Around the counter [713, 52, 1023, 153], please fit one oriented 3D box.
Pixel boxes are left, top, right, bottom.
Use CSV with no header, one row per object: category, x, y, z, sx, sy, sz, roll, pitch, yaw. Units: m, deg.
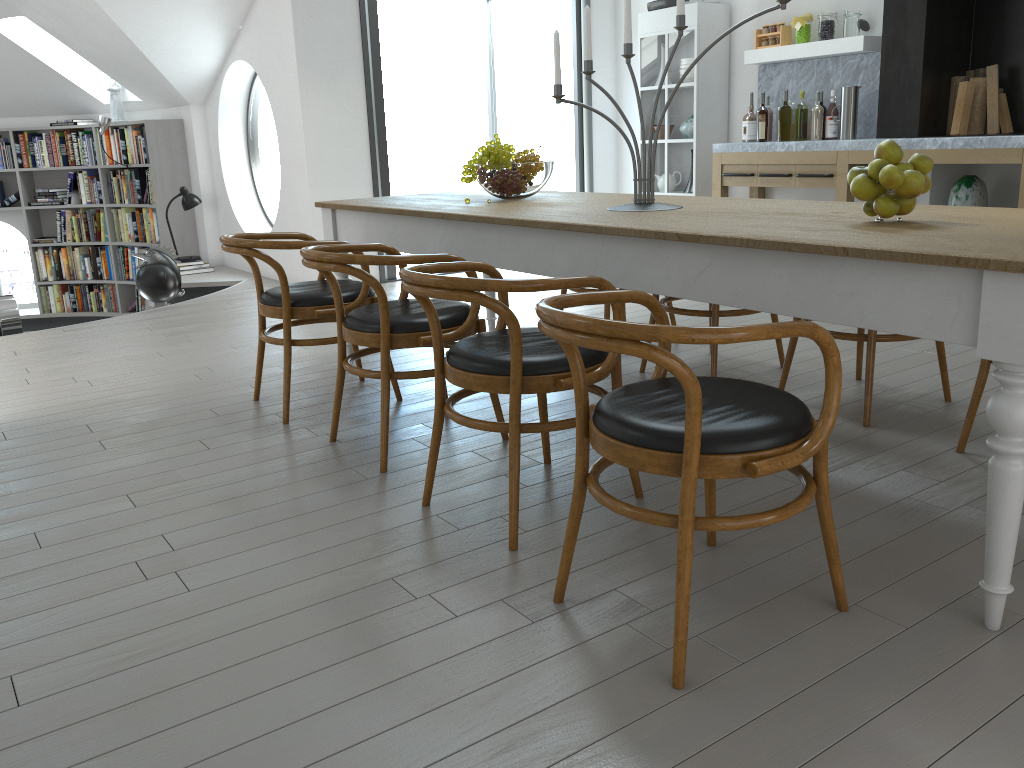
counter,3.753,-1.451,4.116,0.964,0.615,6.604,-12,18,-33

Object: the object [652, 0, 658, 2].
object,1.258,-2.982,7.037,0.239,0.119,0.239,-13,18,-33

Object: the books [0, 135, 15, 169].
books,-5.731,-2.264,8.705,1.569,0.364,0.395,-11,17,-28

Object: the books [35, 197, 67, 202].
books,-4.707,-1.907,9.149,0.286,0.031,0.271,-2,15,0

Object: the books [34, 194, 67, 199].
books,-4.709,-1.937,9.141,0.286,0.031,0.271,2,16,15

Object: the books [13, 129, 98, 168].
books,-4.533,-2.382,8.953,0.969,0.365,0.308,0,15,9

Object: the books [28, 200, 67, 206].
books,-4.706,-1.875,9.157,0.388,0.042,0.368,-1,15,5

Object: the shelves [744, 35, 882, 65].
shelves,3.610,-2.366,4.454,0.481,1.352,5.570,-14,19,-39

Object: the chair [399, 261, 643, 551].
chair,0.006,0.010,2.537,0.623,0.730,0.529,-14,18,-38

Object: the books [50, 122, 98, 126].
books,-4.400,-2.617,8.934,0.336,0.036,0.319,3,16,17

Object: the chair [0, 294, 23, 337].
chair,-4.587,-0.403,7.351,0.826,0.714,0.744,-14,19,-38

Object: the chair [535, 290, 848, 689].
chair,0.365,0.165,1.921,0.623,0.730,0.530,-11,17,-31

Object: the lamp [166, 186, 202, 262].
lamp,-2.933,-1.441,7.973,0.323,0.655,0.235,-7,15,-19

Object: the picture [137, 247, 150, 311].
picture,-3.475,-0.874,8.597,0.580,0.857,0.091,12,20,44

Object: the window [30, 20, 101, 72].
window,-5.477,-3.082,7.727,4.067,0.708,1.940,-13,18,-33

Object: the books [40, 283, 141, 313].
books,-4.222,-0.905,9.219,1.497,0.309,0.362,2,16,17

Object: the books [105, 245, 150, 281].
books,-3.623,-1.208,8.871,1.186,0.356,0.305,9,18,35

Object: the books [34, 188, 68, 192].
books,-4.711,-1.997,9.126,0.286,0.031,0.270,8,19,34

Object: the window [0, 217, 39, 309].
window,-6.300,-1.040,8.648,0.618,1.143,3.246,10,19,40

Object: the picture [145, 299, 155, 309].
picture,-3.402,-0.677,8.468,0.107,0.551,0.491,-15,20,-42

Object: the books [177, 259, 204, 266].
books,-2.952,-1.105,8.041,0.269,0.031,0.287,-9,17,-24

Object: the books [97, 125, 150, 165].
books,-3.623,-2.312,8.572,1.016,0.360,0.294,9,18,36

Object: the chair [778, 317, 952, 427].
chair,1.408,-0.292,3.424,0.623,0.730,0.530,-11,17,-30

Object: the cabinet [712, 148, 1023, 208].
cabinet,3.726,-0.671,4.359,1.006,1.015,6.456,-12,18,-33

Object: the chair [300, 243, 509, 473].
chair,-0.400,-0.136,3.127,0.623,0.730,0.529,-12,17,-33

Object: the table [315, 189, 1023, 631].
table,0.441,-0.258,3.311,1.021,0.793,3.363,-12,18,-33

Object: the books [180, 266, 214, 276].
books,-2.949,-1.038,8.057,0.366,0.042,0.389,-13,18,-33

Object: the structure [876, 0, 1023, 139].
structure,2.868,-2.456,5.295,0.782,1.871,1.080,-12,17,-33

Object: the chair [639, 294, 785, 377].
chair,0.940,-0.424,3.973,0.623,0.730,0.529,-13,18,-36

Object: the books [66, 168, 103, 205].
books,-4.255,-2.013,9.022,0.553,0.348,0.257,1,15,11

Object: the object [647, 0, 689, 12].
object,1.259,-2.973,7.039,0.299,0.119,0.300,-13,18,-33

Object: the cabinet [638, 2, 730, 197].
cabinet,1.375,-1.976,7.176,0.362,1.976,0.644,-12,17,-34

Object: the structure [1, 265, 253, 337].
structure,-4.582,-0.364,7.229,4.709,0.688,4.743,0,16,10

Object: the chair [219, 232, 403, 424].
chair,-0.852,-0.272,3.686,0.623,0.730,0.530,-11,17,-30

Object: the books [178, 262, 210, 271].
books,-2.951,-1.074,8.048,0.305,0.034,0.287,13,21,43

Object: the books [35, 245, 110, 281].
books,-4.506,-1.272,9.227,0.872,0.348,0.274,-1,15,7

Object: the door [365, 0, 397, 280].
door,-1.299,-2.065,7.178,0.080,2.330,1.056,-12,17,-33

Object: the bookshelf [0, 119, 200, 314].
bookshelf,-5.405,-1.375,8.149,4.345,1.867,2.117,-13,18,-33

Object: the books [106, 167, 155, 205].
books,-3.600,-1.940,8.656,1.055,0.356,0.281,11,19,39

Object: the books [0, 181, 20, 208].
books,-5.187,-1.971,9.026,0.399,0.338,0.225,-6,15,-14

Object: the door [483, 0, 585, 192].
door,0.205,-2.399,8.163,1.054,2.330,0.080,9,18,39

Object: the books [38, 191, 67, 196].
books,-4.710,-1.967,9.134,0.226,0.036,0.215,2,16,15

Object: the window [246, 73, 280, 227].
window,-1.961,-2.000,7.578,0.104,1.460,1.477,-12,17,-33

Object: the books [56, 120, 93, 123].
books,-4.401,-2.644,8.927,0.248,0.027,0.234,6,17,27

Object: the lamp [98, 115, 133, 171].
lamp,-3.744,-2.274,8.390,0.276,0.521,0.112,-16,19,-42

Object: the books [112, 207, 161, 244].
books,-3.575,-1.570,8.749,1.023,0.345,0.277,10,19,39

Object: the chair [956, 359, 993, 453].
chair,1.816,-0.148,2.840,0.623,0.730,0.529,-13,18,-37

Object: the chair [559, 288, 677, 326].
chair,0.572,-0.578,4.585,0.623,0.730,0.529,-12,17,-33

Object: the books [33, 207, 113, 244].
books,-4.438,-1.638,9.114,0.973,0.350,0.253,0,15,8
